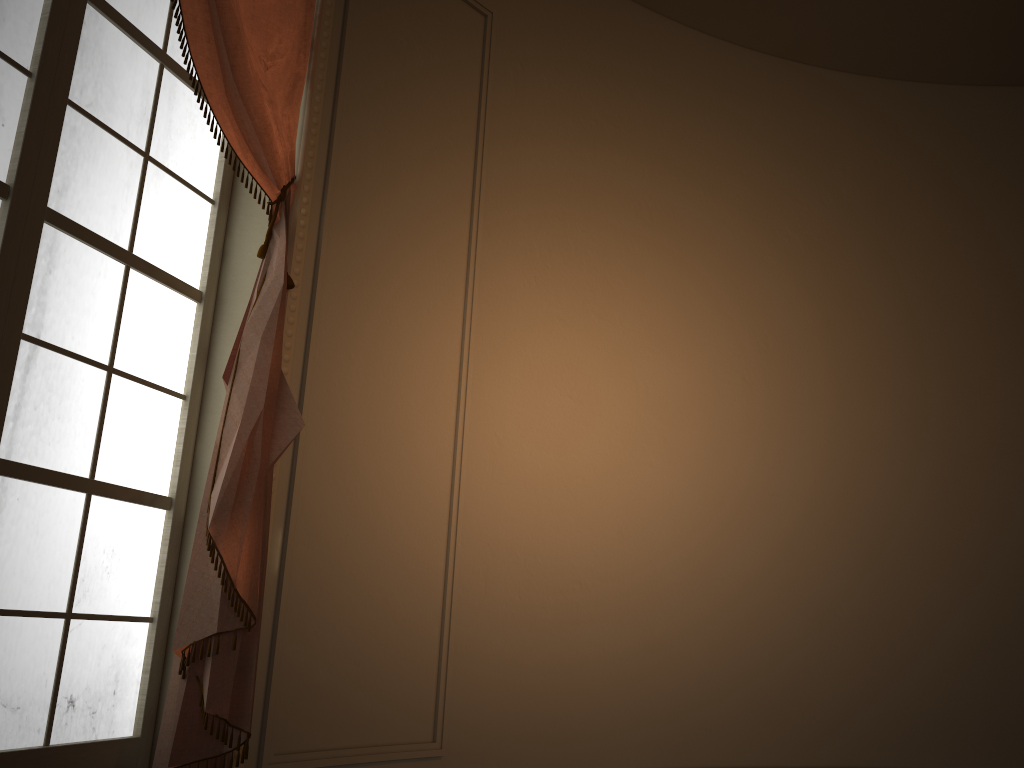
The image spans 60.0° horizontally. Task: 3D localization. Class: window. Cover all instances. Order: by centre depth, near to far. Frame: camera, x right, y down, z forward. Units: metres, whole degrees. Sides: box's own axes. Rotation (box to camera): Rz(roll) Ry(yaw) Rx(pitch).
[{"bbox_3d":[-1.150,-0.436,2.096,0.047,2.811,1.338,-2,-15,21],"label":"window"}]

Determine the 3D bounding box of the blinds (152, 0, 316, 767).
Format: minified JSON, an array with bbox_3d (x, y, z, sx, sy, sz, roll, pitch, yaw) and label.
[{"bbox_3d":[-0.888,-0.383,2.000,0.281,2.949,1.365,-2,-15,21],"label":"blinds"}]
